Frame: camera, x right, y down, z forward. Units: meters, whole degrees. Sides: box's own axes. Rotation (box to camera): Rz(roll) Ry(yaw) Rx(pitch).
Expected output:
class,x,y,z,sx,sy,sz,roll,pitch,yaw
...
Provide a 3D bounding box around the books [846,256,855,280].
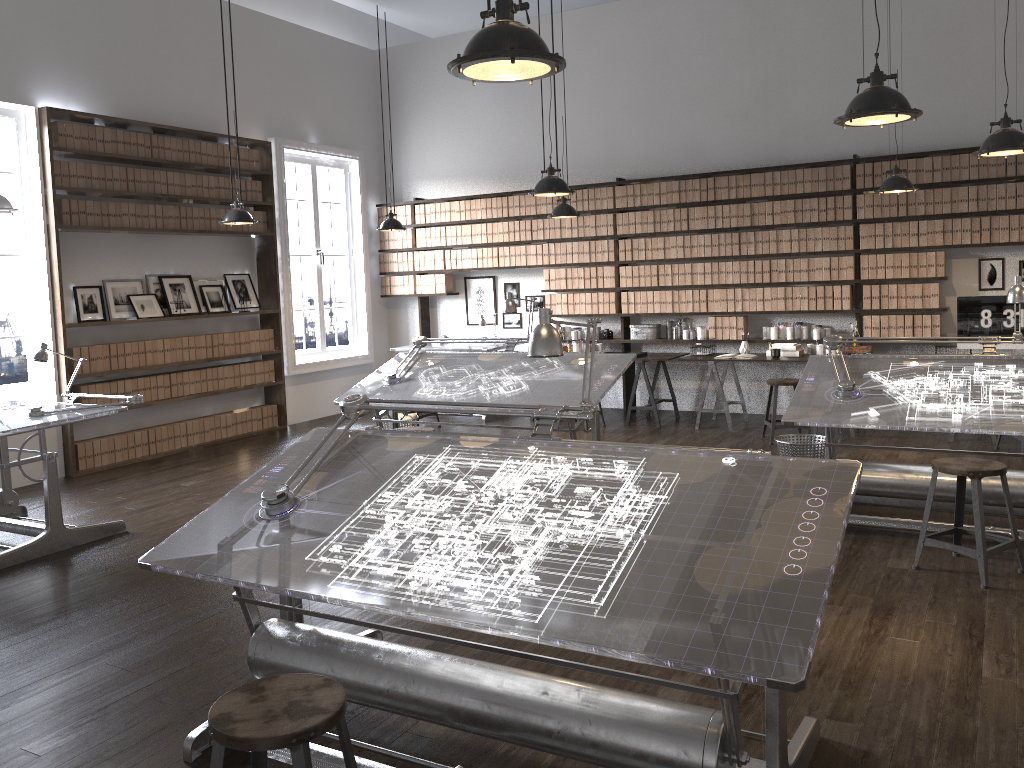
class,x,y,z,sx,sy,sz,roll,pitch,yaw
books,3.135,-1.065,8.177,0.067,0.225,0.175,0,5,30

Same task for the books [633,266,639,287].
class,x,y,z,sx,sy,sz,roll,pitch,yaw
books,1.319,-1.114,9.202,0.067,0.225,0.175,0,5,30

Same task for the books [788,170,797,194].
class,x,y,z,sx,sy,sz,roll,pitch,yaw
books,2.667,-1.902,8.373,0.067,0.225,0.175,0,5,29

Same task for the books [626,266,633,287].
class,x,y,z,sx,sy,sz,roll,pitch,yaw
books,1.256,-1.115,9.237,0.067,0.225,0.175,0,5,29

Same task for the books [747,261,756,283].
class,x,y,z,sx,sy,sz,roll,pitch,yaw
books,2.347,-1.087,8.626,0.067,0.225,0.175,0,5,30

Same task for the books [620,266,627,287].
class,x,y,z,sx,sy,sz,roll,pitch,yaw
books,1.195,-1.117,9.276,0.067,0.225,0.175,0,5,29

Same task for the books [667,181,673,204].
class,x,y,z,sx,sy,sz,roll,pitch,yaw
books,1.625,-1.929,8.961,0.067,0.225,0.175,0,5,30

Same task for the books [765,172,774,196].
class,x,y,z,sx,sy,sz,roll,pitch,yaw
books,2.480,-1.906,8.473,0.067,0.225,0.175,0,5,30

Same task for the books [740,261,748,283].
class,x,y,z,sx,sy,sz,roll,pitch,yaw
books,2.290,-1.088,8.653,0.067,0.225,0.175,0,5,29

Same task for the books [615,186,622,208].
class,x,y,z,sx,sy,sz,roll,pitch,yaw
books,1.143,-1.942,9.232,0.067,0.225,0.175,0,5,29

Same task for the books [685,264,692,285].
class,x,y,z,sx,sy,sz,roll,pitch,yaw
books,1.805,-1.101,8.927,0.067,0.225,0.175,0,5,30

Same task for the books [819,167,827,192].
class,x,y,z,sx,sy,sz,roll,pitch,yaw
books,2.902,-1.895,8.235,0.067,0.225,0.175,0,5,30

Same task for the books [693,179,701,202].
class,x,y,z,sx,sy,sz,roll,pitch,yaw
books,1.864,-1.923,8.823,0.067,0.225,0.175,0,5,29

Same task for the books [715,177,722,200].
class,x,y,z,sx,sy,sz,roll,pitch,yaw
books,2.058,-1.918,8.718,0.067,0.225,0.175,0,5,29

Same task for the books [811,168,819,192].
class,x,y,z,sx,sy,sz,roll,pitch,yaw
books,2.846,-1.897,8.272,0.067,0.225,0.175,0,5,29

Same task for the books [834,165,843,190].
class,x,y,z,sx,sy,sz,roll,pitch,yaw
books,3.025,-1.892,8.172,0.067,0.225,0.175,0,5,29

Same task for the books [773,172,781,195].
class,x,y,z,sx,sy,sz,roll,pitch,yaw
books,2.545,-1.905,8.440,0.067,0.225,0.175,0,5,30

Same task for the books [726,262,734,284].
class,x,y,z,sx,sy,sz,roll,pitch,yaw
books,2.166,-1.092,8.728,0.067,0.225,0.175,0,5,30

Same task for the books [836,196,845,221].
class,x,y,z,sx,sy,sz,roll,pitch,yaw
books,3.042,-1.617,8.188,0.067,0.225,0.175,0,5,29

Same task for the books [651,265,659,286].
class,x,y,z,sx,sy,sz,roll,pitch,yaw
books,1.496,-1.109,9.103,0.067,0.225,0.175,0,5,29

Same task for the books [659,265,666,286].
class,x,y,z,sx,sy,sz,roll,pitch,yaw
books,1.564,-1.108,9.071,0.067,0.225,0.175,0,5,30

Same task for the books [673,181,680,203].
class,x,y,z,sx,sy,sz,roll,pitch,yaw
books,1.681,-1.927,8.924,0.067,0.225,0.175,0,5,29

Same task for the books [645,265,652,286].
class,x,y,z,sx,sy,sz,roll,pitch,yaw
books,1.435,-1.111,9.144,0.067,0.225,0.175,0,5,30

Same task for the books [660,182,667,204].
class,x,y,z,sx,sy,sz,roll,pitch,yaw
books,1.570,-1.931,8.990,0.067,0.225,0.175,0,5,30

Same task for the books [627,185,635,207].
class,x,y,z,sx,sy,sz,roll,pitch,yaw
books,1.259,-1.938,9.162,0.067,0.225,0.175,0,5,29

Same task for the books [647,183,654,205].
class,x,y,z,sx,sy,sz,roll,pitch,yaw
books,1.447,-1.934,9.062,0.067,0.225,0.175,0,5,30

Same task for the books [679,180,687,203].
class,x,y,z,sx,sy,sz,roll,pitch,yaw
books,1.743,-1.926,8.896,0.067,0.225,0.175,0,5,30

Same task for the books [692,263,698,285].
class,x,y,z,sx,sy,sz,roll,pitch,yaw
books,1.866,-1.100,8.899,0.067,0.225,0.175,0,5,29

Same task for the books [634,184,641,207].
class,x,y,z,sx,sy,sz,roll,pitch,yaw
books,1.324,-1.937,9.129,0.067,0.225,0.175,0,5,29

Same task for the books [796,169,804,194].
class,x,y,z,sx,sy,sz,roll,pitch,yaw
books,2.727,-1.900,8.335,0.067,0.225,0.175,0,5,30

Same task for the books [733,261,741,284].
class,x,y,z,sx,sy,sz,roll,pitch,yaw
books,2.227,-1.089,8.689,0.067,0.225,0.175,0,5,30

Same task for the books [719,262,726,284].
class,x,y,z,sx,sy,sz,roll,pitch,yaw
books,2.107,-1.094,8.765,0.067,0.225,0.175,0,5,29

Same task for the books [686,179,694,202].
class,x,y,z,sx,sy,sz,roll,pitch,yaw
books,1.805,-1.925,8.861,0.067,0.225,0.175,0,5,30

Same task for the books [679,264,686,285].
class,x,y,z,sx,sy,sz,roll,pitch,yaw
books,1.750,-1.103,8.966,0.067,0.225,0.175,0,5,29

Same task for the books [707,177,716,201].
class,x,y,z,sx,sy,sz,roll,pitch,yaw
books,1.991,-1.919,8.750,0.067,0.225,0.175,0,5,30

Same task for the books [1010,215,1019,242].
class,x,y,z,sx,sy,sz,roll,pitch,yaw
books,4.264,-1.317,7.517,0.067,0.225,0.175,0,5,29

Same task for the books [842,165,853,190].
class,x,y,z,sx,sy,sz,roll,pitch,yaw
books,3.085,-1.890,8.133,0.067,0.225,0.175,0,5,30

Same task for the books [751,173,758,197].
class,x,y,z,sx,sy,sz,roll,pitch,yaw
books,2.364,-1.910,8.543,0.067,0.225,0.175,0,5,30

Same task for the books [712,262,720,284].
class,x,y,z,sx,sy,sz,roll,pitch,yaw
books,2.045,-1.095,8.798,0.067,0.225,0.175,0,5,29

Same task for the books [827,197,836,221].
class,x,y,z,sx,sy,sz,roll,pitch,yaw
books,2.974,-1.618,8.219,0.067,0.225,0.175,0,5,30

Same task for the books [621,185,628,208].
class,x,y,z,sx,sy,sz,roll,pitch,yaw
books,1.196,-1.940,9.197,0.067,0.225,0.175,0,5,30

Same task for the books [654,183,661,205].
class,x,y,z,sx,sy,sz,roll,pitch,yaw
books,1.506,-1.932,9.024,0.067,0.225,0.175,0,5,29

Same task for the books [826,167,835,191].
class,x,y,z,sx,sy,sz,roll,pitch,yaw
books,2.964,-1.894,8.207,0.067,0.225,0.175,0,5,29

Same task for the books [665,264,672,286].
class,x,y,z,sx,sy,sz,roll,pitch,yaw
books,1.624,-1.106,9.032,0.067,0.225,0.175,0,5,30

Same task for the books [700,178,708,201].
class,x,y,z,sx,sy,sz,roll,pitch,yaw
books,1.929,-1.922,8.792,0.067,0.225,0.175,0,5,29

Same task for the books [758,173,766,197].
class,x,y,z,sx,sy,sz,roll,pitch,yaw
books,2.417,-1.907,8.508,0.067,0.225,0.175,0,5,29

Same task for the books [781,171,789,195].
class,x,y,z,sx,sy,sz,roll,pitch,yaw
books,2.607,-1.903,8.409,0.067,0.225,0.175,0,5,29

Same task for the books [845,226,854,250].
class,x,y,z,sx,sy,sz,roll,pitch,yaw
books,3.124,-1.341,8.164,0.067,0.225,0.175,0,5,30

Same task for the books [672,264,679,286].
class,x,y,z,sx,sy,sz,roll,pitch,yaw
books,1.688,-1.105,9.001,0.067,0.225,0.175,0,5,29

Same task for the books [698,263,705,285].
class,x,y,z,sx,sy,sz,roll,pitch,yaw
books,1.920,-1.098,8.866,0.067,0.225,0.175,0,5,29

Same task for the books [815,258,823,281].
class,x,y,z,sx,sy,sz,roll,pitch,yaw
books,2.900,-1.072,8.313,0.067,0.225,0.175,0,5,30

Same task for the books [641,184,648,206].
class,x,y,z,sx,sy,sz,roll,pitch,yaw
books,1.387,-1.936,9.098,0.067,0.225,0.175,0,5,30

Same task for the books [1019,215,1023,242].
class,x,y,z,sx,sy,sz,roll,pitch,yaw
books,4.327,-1.316,7.486,0.067,0.225,0.175,0,5,30

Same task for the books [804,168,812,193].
class,x,y,z,sx,sy,sz,roll,pitch,yaw
books,2.791,-1.898,8.301,0.067,0.225,0.175,0,5,29

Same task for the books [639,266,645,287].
class,x,y,z,sx,sy,sz,roll,pitch,yaw
books,1.376,-1.113,9.174,0.067,0.225,0.175,0,5,29

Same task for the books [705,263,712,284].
class,x,y,z,sx,sy,sz,roll,pitch,yaw
books,1.982,-1.096,8.829,0.067,0.225,0.175,0,5,30
